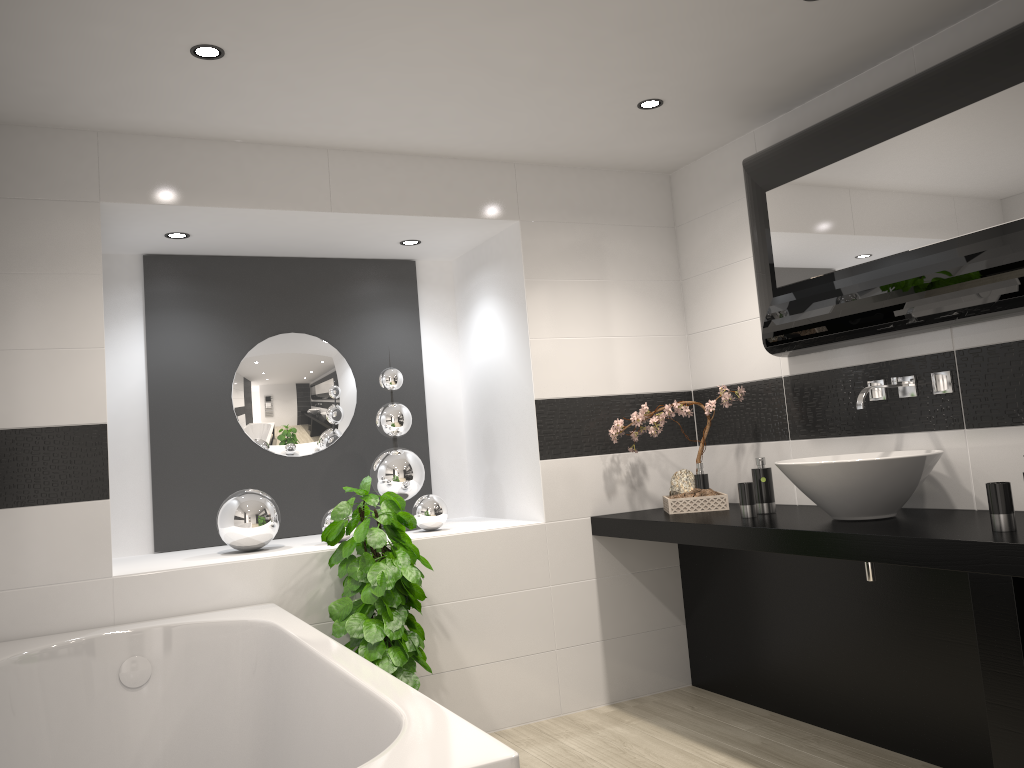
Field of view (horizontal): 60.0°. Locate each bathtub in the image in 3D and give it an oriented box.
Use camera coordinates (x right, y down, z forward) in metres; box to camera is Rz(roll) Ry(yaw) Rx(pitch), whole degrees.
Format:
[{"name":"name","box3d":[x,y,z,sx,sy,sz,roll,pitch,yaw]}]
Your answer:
[{"name":"bathtub","box3d":[-0.879,1.091,2.207,1.008,0.678,2.172,-2,-5,-26]}]

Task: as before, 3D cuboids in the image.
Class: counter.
[{"name":"counter","box3d":[1.494,0.448,2.533,0.655,0.084,3.831,-3,-5,-26]}]

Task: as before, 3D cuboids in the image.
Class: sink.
[{"name":"sink","box3d":[1.226,0.361,3.122,0.559,0.213,0.558,-6,-5,17]}]

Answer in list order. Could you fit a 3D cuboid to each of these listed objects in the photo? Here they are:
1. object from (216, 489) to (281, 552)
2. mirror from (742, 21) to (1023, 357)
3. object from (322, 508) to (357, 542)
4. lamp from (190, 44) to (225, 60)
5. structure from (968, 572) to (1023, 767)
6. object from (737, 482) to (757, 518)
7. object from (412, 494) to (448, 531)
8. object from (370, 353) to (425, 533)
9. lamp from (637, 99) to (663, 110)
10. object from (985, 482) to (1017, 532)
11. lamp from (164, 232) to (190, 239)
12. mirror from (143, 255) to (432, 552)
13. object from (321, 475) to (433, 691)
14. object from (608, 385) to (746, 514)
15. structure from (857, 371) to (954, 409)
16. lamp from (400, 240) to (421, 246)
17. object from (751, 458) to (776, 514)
[{"name":"object","box3d":[-1.121,0.579,3.775,0.260,0.262,0.260,-4,-5,-13]},{"name":"mirror","box3d":[1.612,-0.691,2.676,0.258,0.904,2.605,-2,-5,-26]},{"name":"object","box3d":[-0.750,0.609,3.848,0.150,0.151,0.149,-4,-5,-13]},{"name":"lamp","box3d":[-0.976,-1.063,2.839,0.105,0.004,0.105,-6,-4,19]},{"name":"structure","box3d":[1.484,0.865,2.373,0.465,0.764,0.125,-2,-7,-26]},{"name":"object","box3d":[0.925,0.456,3.482,0.063,0.134,0.063,-6,-6,8]},{"name":"object","box3d":[-0.373,0.586,4.042,0.163,0.164,0.162,-4,-5,-13]},{"name":"object","box3d":[-0.566,0.251,4.286,0.260,0.900,0.260,-3,-6,-13]},{"name":"lamp","box3d":[0.561,-1.134,3.594,0.105,0.004,0.105,-4,-4,-11]},{"name":"object","box3d":[1.378,0.345,2.496,0.063,0.134,0.063,-6,-6,8]},{"name":"lamp","box3d":[-1.480,-0.655,3.918,0.105,0.004,0.105,-1,-6,-41]},{"name":"mirror","box3d":[-1.067,0.049,4.396,1.361,1.387,0.078,-2,-7,-26]},{"name":"object","box3d":[-0.512,0.915,3.363,0.418,1.135,0.437,-6,-6,15]},{"name":"object","box3d":[0.763,0.300,4.049,0.628,0.562,0.260,-5,-6,4]},{"name":"structure","box3d":[1.362,0.030,3.235,0.259,0.108,0.366,-3,-5,-26]},{"name":"lamp","box3d":[-0.504,-0.701,4.397,0.105,0.004,0.105,-7,-5,31]},{"name":"object","box3d":[1.017,0.410,3.588,0.079,0.221,0.079,0,-7,-36]}]
